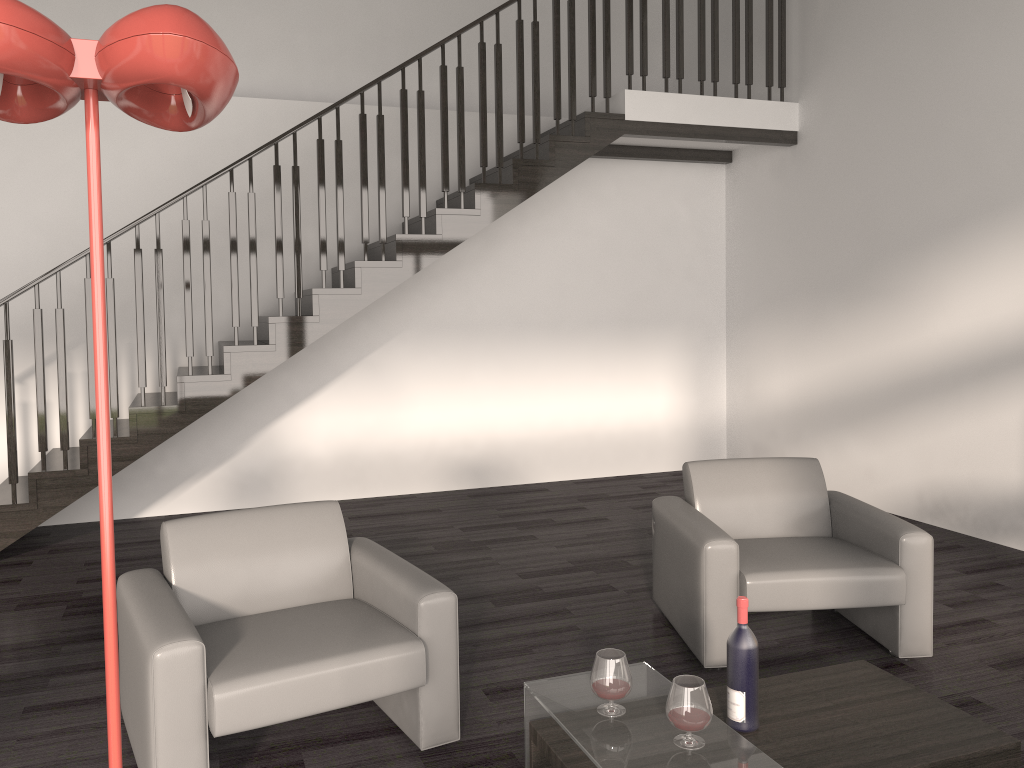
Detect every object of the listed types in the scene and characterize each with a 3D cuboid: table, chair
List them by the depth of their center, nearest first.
[{"bbox_3d":[0.340,1.058,2.348,0.400,0.341,0.681,-2,5,-20],"label":"table"},{"bbox_3d":[0.717,1.095,2.486,1.201,0.249,0.601,-3,5,-20],"label":"table"},{"bbox_3d":[-0.765,0.841,2.983,0.964,0.716,0.911,-3,5,-30],"label":"chair"},{"bbox_3d":[1.175,0.738,3.850,0.963,0.716,0.912,-1,4,-5],"label":"chair"}]

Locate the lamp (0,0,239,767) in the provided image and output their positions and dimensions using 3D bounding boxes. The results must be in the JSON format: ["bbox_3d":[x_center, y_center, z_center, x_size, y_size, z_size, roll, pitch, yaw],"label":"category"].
[{"bbox_3d":[-0.511,0.452,1.140,0.353,1.785,0.365,-2,3,-20],"label":"lamp"}]

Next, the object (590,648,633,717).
[{"bbox_3d":[0.268,0.806,2.396,0.116,0.155,0.116,-2,3,-11],"label":"object"}]

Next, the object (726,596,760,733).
[{"bbox_3d":[0.650,0.784,2.497,0.093,0.370,0.093,-2,3,-21],"label":"object"}]

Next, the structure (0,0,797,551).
[{"bbox_3d":[-0.542,-1.146,6.436,6.345,4.087,1.001,-2,3,-20],"label":"structure"}]

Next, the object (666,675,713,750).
[{"bbox_3d":[0.442,0.819,2.215,0.116,0.155,0.116,-3,4,-29],"label":"object"}]
